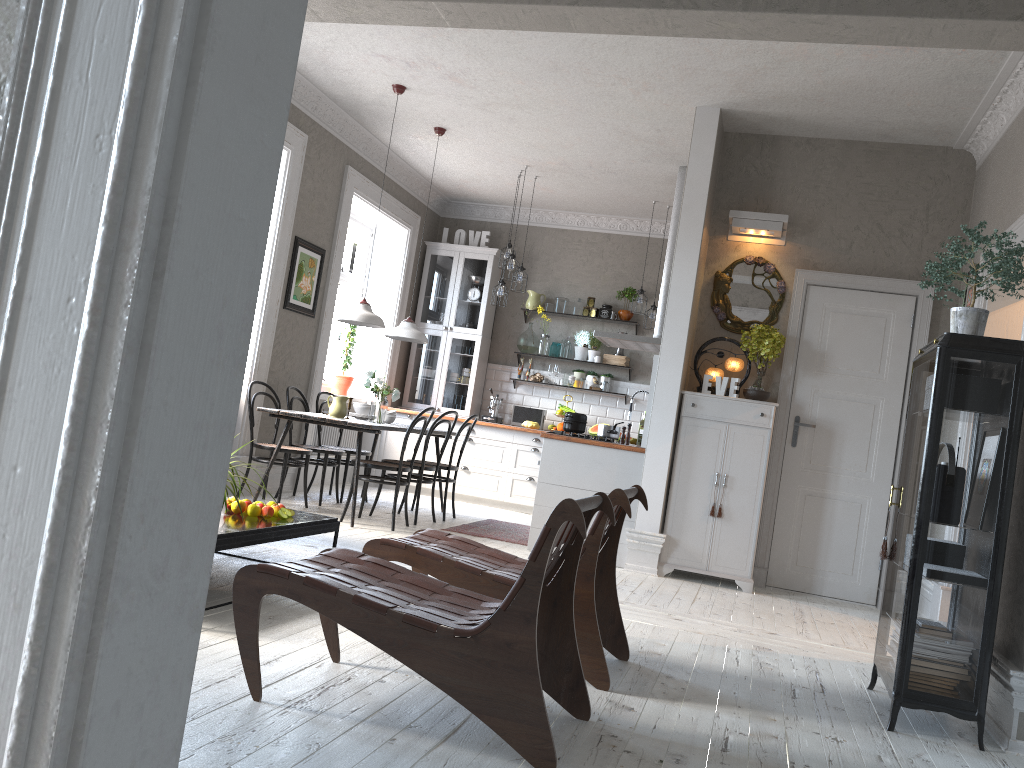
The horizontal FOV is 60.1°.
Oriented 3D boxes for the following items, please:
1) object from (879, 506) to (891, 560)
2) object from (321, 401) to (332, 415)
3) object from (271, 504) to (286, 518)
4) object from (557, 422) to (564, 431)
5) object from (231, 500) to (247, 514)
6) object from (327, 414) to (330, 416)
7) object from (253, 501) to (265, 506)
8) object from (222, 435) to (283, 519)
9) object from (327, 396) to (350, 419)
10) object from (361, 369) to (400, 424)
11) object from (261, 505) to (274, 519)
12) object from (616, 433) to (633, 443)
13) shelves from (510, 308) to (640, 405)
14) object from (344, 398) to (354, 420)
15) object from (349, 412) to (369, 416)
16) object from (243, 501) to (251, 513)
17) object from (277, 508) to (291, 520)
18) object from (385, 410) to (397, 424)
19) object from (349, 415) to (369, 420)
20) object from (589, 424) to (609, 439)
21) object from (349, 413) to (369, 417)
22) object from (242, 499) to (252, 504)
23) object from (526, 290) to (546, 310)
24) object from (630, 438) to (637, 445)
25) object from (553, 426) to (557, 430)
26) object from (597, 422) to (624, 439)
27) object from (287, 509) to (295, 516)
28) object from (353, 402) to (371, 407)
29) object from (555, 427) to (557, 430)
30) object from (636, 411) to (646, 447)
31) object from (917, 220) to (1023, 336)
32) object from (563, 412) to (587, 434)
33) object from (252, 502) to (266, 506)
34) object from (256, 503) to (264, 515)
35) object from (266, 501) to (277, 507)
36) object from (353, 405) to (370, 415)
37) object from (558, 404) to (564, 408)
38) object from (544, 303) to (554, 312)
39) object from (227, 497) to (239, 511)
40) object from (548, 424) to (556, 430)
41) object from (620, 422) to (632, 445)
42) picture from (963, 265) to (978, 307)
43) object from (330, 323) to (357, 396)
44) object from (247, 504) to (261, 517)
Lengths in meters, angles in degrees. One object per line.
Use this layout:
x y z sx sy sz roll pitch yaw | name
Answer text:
1.592 0.633 3.766 0.041 0.234 0.044 10 -3 -28 | object
-1.478 0.199 7.235 0.140 0.112 0.139 9 -3 -2 | object
-1.091 0.588 4.125 0.077 0.064 0.073 11 -4 -44 | object
0.533 0.455 9.395 0.114 0.111 0.110 10 -3 -18 | object
-1.244 0.559 4.028 0.069 0.066 0.071 7 -3 30 | object
-1.399 0.169 6.969 0.096 0.172 0.095 9 -3 -4 | object
-1.188 0.578 4.152 0.063 0.058 0.060 10 -3 -30 | object
-1.303 0.371 3.835 0.717 0.420 0.675 7 -3 33 | object
-1.328 0.171 6.753 0.152 0.170 0.133 10 -3 -24 | object
-1.026 0.100 6.900 0.309 0.414 0.253 8 -3 13 | object
-1.115 0.585 4.042 0.056 0.058 0.057 7 -3 40 | object
1.143 0.548 9.141 0.225 0.127 0.148 9 -3 -3 | object
0.684 -0.289 9.757 1.303 0.923 0.231 8 -3 14 | shelves
-1.253 0.187 6.820 0.058 0.167 0.060 7 -3 28 | object
-1.253 0.266 7.412 0.232 0.027 0.242 7 -3 38 | object
-1.231 0.570 4.096 0.058 0.056 0.060 9 -3 2 | object
-1.050 0.598 4.074 0.058 0.053 0.060 8 -3 22 | object
-1.031 0.271 7.403 0.122 0.119 0.130 7 -3 31 | object
-1.256 0.283 7.411 0.233 0.027 0.242 7 -3 33 | object
0.915 0.494 9.253 0.231 0.174 0.222 7 -3 37 | object
-1.255 0.274 7.412 0.240 0.027 0.234 9 -3 -17 | object
-1.250 0.569 4.158 0.057 0.058 0.058 9 -3 -2 | object
0.252 -0.921 9.858 0.187 0.216 0.176 7 -3 29 | object
1.280 0.602 9.285 0.203 0.073 0.118 10 -3 -22 | object
0.478 0.479 9.519 0.090 0.057 0.083 11 -4 -43 | object
0.786 0.352 6.752 0.178 0.134 0.297 11 -3 -40 | object
-1.064 0.609 4.197 0.046 0.037 0.068 6 -3 42 | object
-1.245 0.211 7.415 0.179 0.094 0.180 8 -3 6 | object
0.495 0.491 9.530 0.070 0.076 0.228 9 -2 -2 | object
1.038 0.355 6.921 0.088 0.282 0.082 8 -3 15 | object
1.845 -0.402 3.523 0.407 0.506 0.405 7 -3 31 | object
0.469 0.289 6.595 0.191 0.147 0.192 9 -3 -5 | object
-1.206 0.588 4.219 0.064 0.039 0.067 8 -3 21 | object
-1.164 0.579 4.096 0.056 0.058 0.059 8 -3 6 | object
-1.135 0.586 4.186 0.060 0.062 0.063 9 -3 -3 | object
-1.248 0.231 7.414 0.179 0.094 0.180 8 -3 6 | object
0.533 0.242 9.521 0.073 0.058 0.050 9 -3 -9 | object
0.412 -0.842 9.874 0.102 0.111 0.104 8 -3 15 | object
-1.295 0.555 4.103 0.066 0.066 0.071 8 -3 20 | object
0.451 0.473 9.563 0.075 0.072 0.155 6 -4 44 | object
0.826 0.357 6.418 0.072 0.167 0.036 8 -3 14 | object
3.033 -0.565 5.871 0.012 0.417 0.285 8 -3 16 | picture
-1.711 -0.289 9.133 0.254 0.813 0.265 6 -4 42 | object
-1.175 0.572 4.034 0.063 0.063 0.060 11 -4 -43 | object
